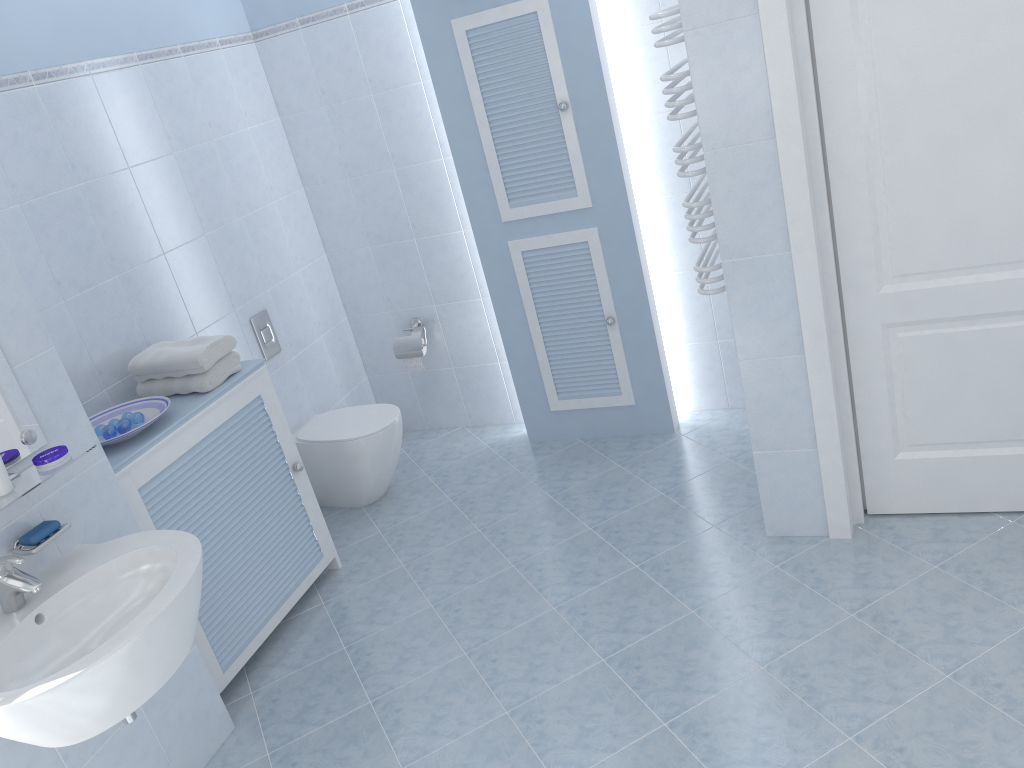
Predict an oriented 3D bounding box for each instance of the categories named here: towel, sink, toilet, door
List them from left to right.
[{"bbox_3d":[-0.980,0.604,2.072,0.533,0.489,0.634,-5,24,24],"label":"sink"},{"bbox_3d":[-1.153,-0.100,3.114,0.324,0.086,0.227,-5,24,23],"label":"towel"},{"bbox_3d":[-1.150,-0.034,3.144,0.324,0.083,0.226,-5,24,23],"label":"towel"},{"bbox_3d":[-0.693,0.342,4.028,0.519,0.388,0.337,-5,24,24],"label":"toilet"},{"bbox_3d":[1.325,-0.487,2.475,0.823,2.011,0.098,-5,24,24],"label":"door"}]

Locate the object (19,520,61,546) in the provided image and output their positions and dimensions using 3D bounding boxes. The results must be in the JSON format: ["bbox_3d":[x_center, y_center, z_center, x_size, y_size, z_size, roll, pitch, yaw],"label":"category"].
[{"bbox_3d":[-1.169,0.369,2.197,0.060,0.027,0.090,-4,24,26],"label":"object"}]

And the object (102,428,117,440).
[{"bbox_3d":[-1.259,0.157,2.776,0.042,0.042,0.042,4,28,39],"label":"object"}]

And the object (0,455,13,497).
[{"bbox_3d":[-1.196,0.211,2.052,0.058,0.100,0.058,-2,25,30],"label":"object"}]

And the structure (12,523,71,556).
[{"bbox_3d":[-1.173,0.386,2.208,0.092,0.034,0.124,-5,24,24],"label":"structure"}]

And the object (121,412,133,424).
[{"bbox_3d":[-1.246,0.112,2.879,0.042,0.042,0.042,4,28,39],"label":"object"}]

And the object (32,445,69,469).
[{"bbox_3d":[-1.143,0.181,2.199,0.083,0.020,0.083,-2,25,31],"label":"object"}]

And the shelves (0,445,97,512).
[{"bbox_3d":[-1.223,0.309,2.014,0.170,0.045,0.620,-5,24,24],"label":"shelves"}]

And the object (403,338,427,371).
[{"bbox_3d":[-0.473,-0.148,4.321,0.098,0.151,0.090,-5,24,24],"label":"object"}]

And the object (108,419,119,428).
[{"bbox_3d":[-1.279,0.133,2.857,0.042,0.042,0.042,4,28,39],"label":"object"}]

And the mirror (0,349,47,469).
[{"bbox_3d":[-1.385,-0.018,1.908,0.012,0.680,0.620,-5,24,24],"label":"mirror"}]

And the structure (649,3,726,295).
[{"bbox_3d":[0.654,-0.816,2.995,0.138,0.950,0.524,-5,24,24],"label":"structure"}]

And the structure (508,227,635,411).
[{"bbox_3d":[0.258,-0.252,3.835,0.400,0.813,0.041,-5,24,24],"label":"structure"}]

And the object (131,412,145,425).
[{"bbox_3d":[-1.206,0.111,2.858,0.042,0.042,0.042,4,28,39],"label":"object"}]

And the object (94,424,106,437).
[{"bbox_3d":[-1.314,0.150,2.838,0.042,0.042,0.042,4,28,39],"label":"object"}]

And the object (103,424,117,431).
[{"bbox_3d":[-1.277,0.149,2.816,0.042,0.042,0.042,4,28,39],"label":"object"}]

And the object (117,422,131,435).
[{"bbox_3d":[-1.224,0.141,2.798,0.042,0.042,0.042,4,28,39],"label":"object"}]

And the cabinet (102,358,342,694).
[{"bbox_3d":[-1.078,0.510,3.139,0.389,0.921,0.819,-5,24,24],"label":"cabinet"}]

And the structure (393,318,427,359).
[{"bbox_3d":[-0.488,-0.222,4.316,0.170,0.151,0.154,-5,24,24],"label":"structure"}]

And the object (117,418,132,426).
[{"bbox_3d":[-1.240,0.130,2.838,0.042,0.042,0.042,4,28,39],"label":"object"}]

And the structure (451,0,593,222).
[{"bbox_3d":[0.039,-1.059,3.503,0.400,0.813,0.041,-5,24,24],"label":"structure"}]

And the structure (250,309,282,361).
[{"bbox_3d":[-1.080,-0.214,3.892,0.010,0.200,0.120,-5,24,24],"label":"structure"}]

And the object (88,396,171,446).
[{"bbox_3d":[-1.254,0.139,2.834,0.344,0.054,0.344,-15,22,0],"label":"object"}]
